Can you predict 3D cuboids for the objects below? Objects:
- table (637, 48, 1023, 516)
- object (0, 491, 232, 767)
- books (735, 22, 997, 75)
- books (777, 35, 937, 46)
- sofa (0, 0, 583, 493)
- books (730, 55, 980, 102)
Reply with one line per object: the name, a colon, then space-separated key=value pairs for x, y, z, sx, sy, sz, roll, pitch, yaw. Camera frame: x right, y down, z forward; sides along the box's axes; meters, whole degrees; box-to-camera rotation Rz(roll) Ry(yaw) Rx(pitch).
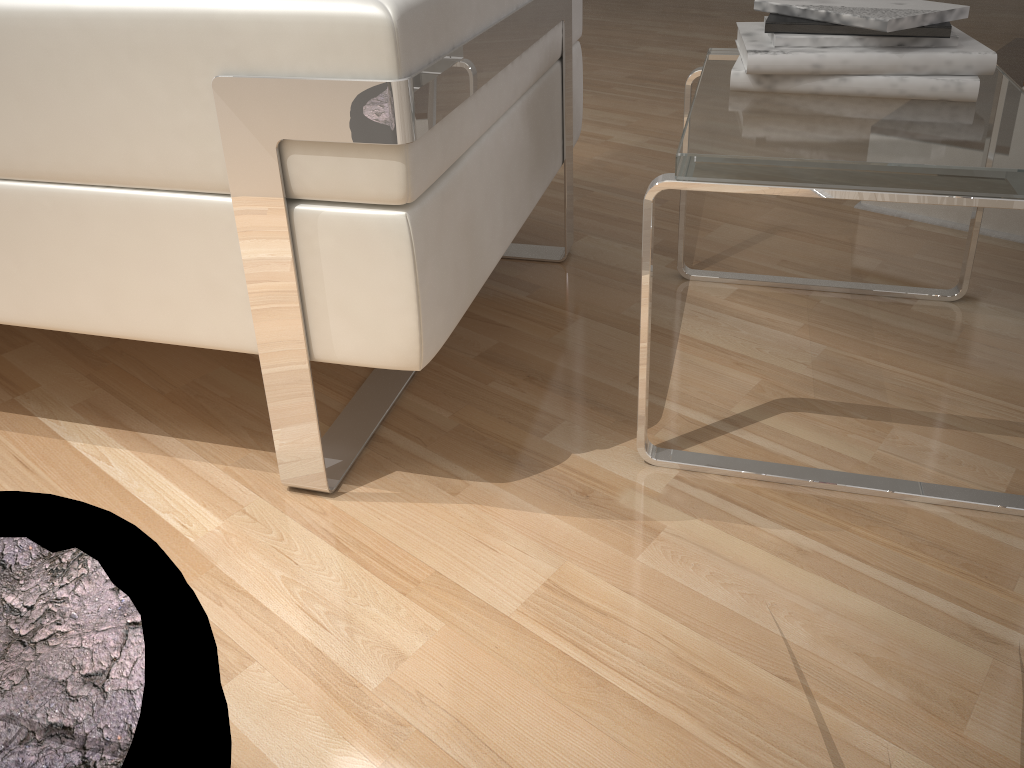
table: x=0.441 y=-0.193 z=1.179 sx=0.466 sy=0.376 sz=0.585 roll=6 pitch=30 yaw=14
object: x=-0.308 y=-0.165 z=0.206 sx=0.514 sy=1.383 sz=0.457 roll=-20 pitch=31 yaw=-32
books: x=0.453 y=-0.449 z=1.166 sx=0.287 sy=0.025 sz=0.242 roll=3 pitch=31 yaw=9
books: x=0.452 y=-0.467 z=1.158 sx=0.217 sy=0.014 sz=0.161 roll=3 pitch=31 yaw=9
sofa: x=-0.834 y=-0.507 z=1.470 sx=1.788 sy=0.695 sz=0.963 roll=6 pitch=30 yaw=14
books: x=0.454 y=-0.426 z=1.177 sx=0.289 sy=0.025 sz=0.240 roll=9 pitch=33 yaw=18
